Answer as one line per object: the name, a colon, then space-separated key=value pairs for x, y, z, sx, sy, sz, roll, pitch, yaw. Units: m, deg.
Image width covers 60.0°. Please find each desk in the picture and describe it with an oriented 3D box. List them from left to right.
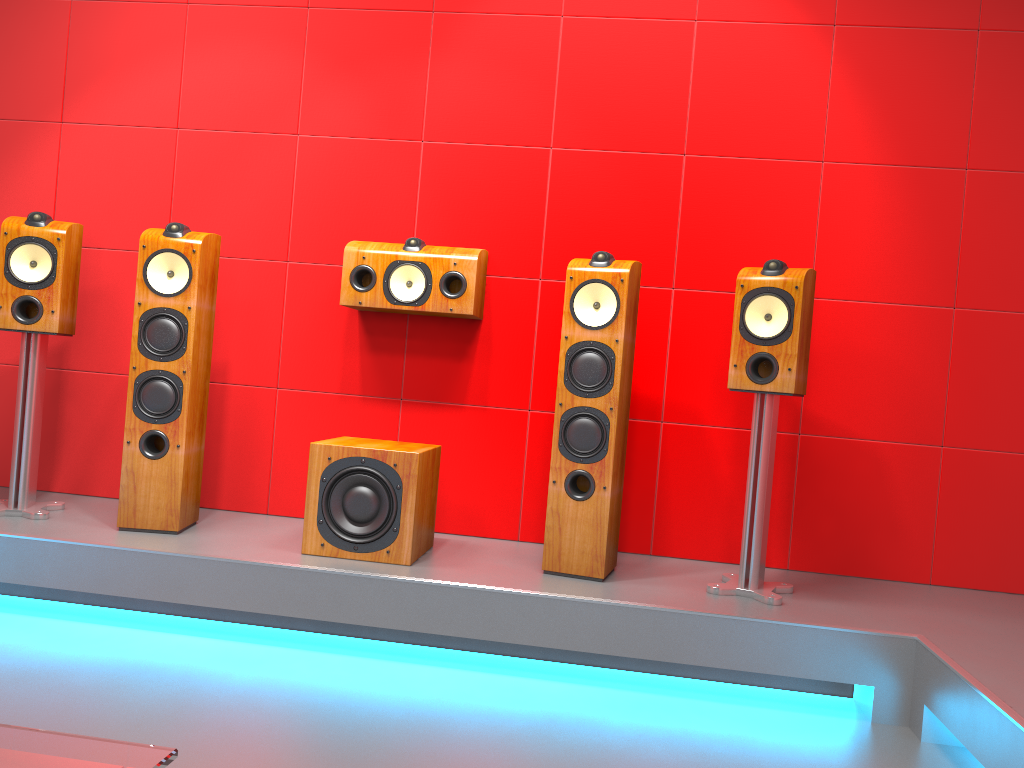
desk: x=-1.008 y=0.445 z=0.236 sx=1.617 sy=0.690 sz=0.594 roll=5 pitch=0 yaw=7

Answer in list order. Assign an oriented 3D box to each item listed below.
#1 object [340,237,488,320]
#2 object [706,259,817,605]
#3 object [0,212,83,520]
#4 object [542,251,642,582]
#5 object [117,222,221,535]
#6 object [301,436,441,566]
object: x=-0.359 y=-0.401 z=3.303 sx=0.493 sy=0.271 sz=0.235 roll=5 pitch=0 yaw=7
object: x=0.807 y=0.139 z=2.836 sx=0.231 sy=1.058 sz=0.265 roll=5 pitch=1 yaw=27
object: x=-1.696 y=-0.072 z=3.141 sx=0.231 sy=1.058 sz=0.265 roll=5 pitch=0 yaw=-13
object: x=0.267 y=0.096 z=2.925 sx=0.203 sy=1.052 sz=0.238 roll=5 pitch=0 yaw=17
object: x=-1.185 y=-0.026 z=3.079 sx=0.203 sy=1.052 sz=0.238 roll=5 pitch=0 yaw=-3
object: x=-0.463 y=0.382 z=2.988 sx=0.360 sy=0.360 sz=0.360 roll=5 pitch=0 yaw=7
